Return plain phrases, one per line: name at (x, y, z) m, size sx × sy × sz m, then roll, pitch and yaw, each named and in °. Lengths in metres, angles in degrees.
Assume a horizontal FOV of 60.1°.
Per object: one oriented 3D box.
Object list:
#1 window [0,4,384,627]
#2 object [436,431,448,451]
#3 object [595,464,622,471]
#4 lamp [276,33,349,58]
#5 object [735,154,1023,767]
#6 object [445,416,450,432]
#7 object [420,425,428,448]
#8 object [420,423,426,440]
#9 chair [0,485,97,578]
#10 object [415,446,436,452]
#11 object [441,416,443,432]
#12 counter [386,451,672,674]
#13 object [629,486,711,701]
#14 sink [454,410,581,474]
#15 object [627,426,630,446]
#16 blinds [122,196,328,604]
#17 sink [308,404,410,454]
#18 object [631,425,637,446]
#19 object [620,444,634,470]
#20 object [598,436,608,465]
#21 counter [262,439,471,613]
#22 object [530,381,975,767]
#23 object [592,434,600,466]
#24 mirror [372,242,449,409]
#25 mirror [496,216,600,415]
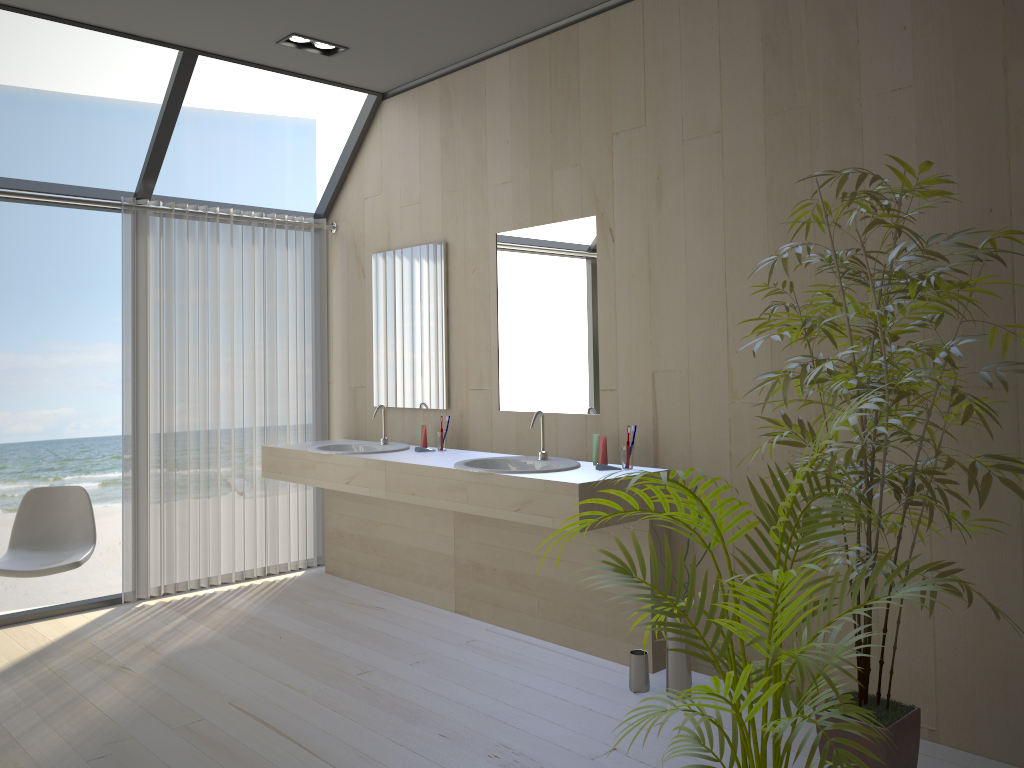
window at (-2.626, -0.240, 3.699) m, size 4.561 × 2.818 × 0.744 m, roll -1°, pitch -1°, yaw -43°
object at (-0.353, 0.291, 4.466) m, size 0.058 × 0.100 × 0.058 m, roll 0°, pitch -2°, yaw -36°
object at (0.386, 0.332, 3.535) m, size 0.104 × 0.029 × 0.032 m, roll -1°, pitch 0°, yaw -3°
lamp at (-0.959, -1.677, 4.255) m, size 0.301 × 0.112 × 0.164 m, roll -2°, pitch 1°, yaw -43°
object at (1.002, 0.266, 2.436) m, size 0.787 × 1.760 × 0.934 m, roll -1°, pitch -1°, yaw -18°
object at (-0.338, 0.249, 4.472) m, size 0.054 × 0.175 × 0.012 m, roll 0°, pitch -2°, yaw -18°
object at (-0.448, 0.274, 4.500) m, size 0.039 × 0.135 × 0.039 m, roll -1°, pitch -2°, yaw 6°
object at (-0.463, 0.272, 4.613) m, size 0.039 × 0.135 × 0.039 m, roll -1°, pitch -2°, yaw 6°
chair at (-2.077, 0.654, 3.946) m, size 0.369 × 0.348 × 0.454 m, roll -1°, pitch 0°, yaw -14°
object at (-0.434, 0.325, 4.419) m, size 0.104 × 0.029 × 0.032 m, roll -1°, pitch 0°, yaw -3°
object at (-0.352, 0.249, 4.438) m, size 0.012 × 0.178 × 0.050 m, roll -1°, pitch -2°, yaw -4°
counter at (0.038, 0.742, 3.795) m, size 0.550 × 0.792 × 1.204 m, roll 0°, pitch 0°, yaw -43°
object at (0.624, 0.760, 3.332) m, size 0.273 × 0.750 × 0.406 m, roll -2°, pitch -2°, yaw 35°
sink at (0.019, 0.329, 3.753) m, size 0.504 × 0.420 × 0.573 m, roll -1°, pitch 0°, yaw -39°
object at (0.468, 0.256, 3.555) m, size 0.012 × 0.178 × 0.050 m, roll -1°, pitch -2°, yaw -4°
blinds at (-1.565, 0.055, 4.928) m, size 1.182 × 2.075 × 0.084 m, roll 0°, pitch -2°, yaw -43°
sink at (-0.801, 0.322, 4.636) m, size 0.504 × 0.420 × 0.573 m, roll -1°, pitch 0°, yaw -39°
object at (0.481, 0.256, 3.589) m, size 0.054 × 0.175 × 0.012 m, roll 0°, pitch -2°, yaw -18°
object at (0.467, 0.297, 3.583) m, size 0.058 × 0.100 × 0.058 m, roll 0°, pitch -1°, yaw -32°
object at (0.371, 0.281, 3.616) m, size 0.039 × 0.135 × 0.039 m, roll -1°, pitch -2°, yaw -1°
counter at (-0.782, 0.736, 4.678) m, size 0.550 × 0.792 × 1.204 m, roll 0°, pitch 0°, yaw -43°
object at (0.487, 0.575, 1.887) m, size 0.916 × 1.159 × 0.750 m, roll -1°, pitch -1°, yaw -9°
object at (0.357, 0.278, 3.729) m, size 0.039 × 0.135 × 0.039 m, roll -1°, pitch -2°, yaw -1°
mirror at (-0.563, -0.306, 4.821) m, size 0.023 × 0.870 × 0.652 m, roll 1°, pitch -2°, yaw -43°
mirror at (0.162, -0.302, 4.080) m, size 0.023 × 0.870 × 0.652 m, roll 1°, pitch -2°, yaw -43°
